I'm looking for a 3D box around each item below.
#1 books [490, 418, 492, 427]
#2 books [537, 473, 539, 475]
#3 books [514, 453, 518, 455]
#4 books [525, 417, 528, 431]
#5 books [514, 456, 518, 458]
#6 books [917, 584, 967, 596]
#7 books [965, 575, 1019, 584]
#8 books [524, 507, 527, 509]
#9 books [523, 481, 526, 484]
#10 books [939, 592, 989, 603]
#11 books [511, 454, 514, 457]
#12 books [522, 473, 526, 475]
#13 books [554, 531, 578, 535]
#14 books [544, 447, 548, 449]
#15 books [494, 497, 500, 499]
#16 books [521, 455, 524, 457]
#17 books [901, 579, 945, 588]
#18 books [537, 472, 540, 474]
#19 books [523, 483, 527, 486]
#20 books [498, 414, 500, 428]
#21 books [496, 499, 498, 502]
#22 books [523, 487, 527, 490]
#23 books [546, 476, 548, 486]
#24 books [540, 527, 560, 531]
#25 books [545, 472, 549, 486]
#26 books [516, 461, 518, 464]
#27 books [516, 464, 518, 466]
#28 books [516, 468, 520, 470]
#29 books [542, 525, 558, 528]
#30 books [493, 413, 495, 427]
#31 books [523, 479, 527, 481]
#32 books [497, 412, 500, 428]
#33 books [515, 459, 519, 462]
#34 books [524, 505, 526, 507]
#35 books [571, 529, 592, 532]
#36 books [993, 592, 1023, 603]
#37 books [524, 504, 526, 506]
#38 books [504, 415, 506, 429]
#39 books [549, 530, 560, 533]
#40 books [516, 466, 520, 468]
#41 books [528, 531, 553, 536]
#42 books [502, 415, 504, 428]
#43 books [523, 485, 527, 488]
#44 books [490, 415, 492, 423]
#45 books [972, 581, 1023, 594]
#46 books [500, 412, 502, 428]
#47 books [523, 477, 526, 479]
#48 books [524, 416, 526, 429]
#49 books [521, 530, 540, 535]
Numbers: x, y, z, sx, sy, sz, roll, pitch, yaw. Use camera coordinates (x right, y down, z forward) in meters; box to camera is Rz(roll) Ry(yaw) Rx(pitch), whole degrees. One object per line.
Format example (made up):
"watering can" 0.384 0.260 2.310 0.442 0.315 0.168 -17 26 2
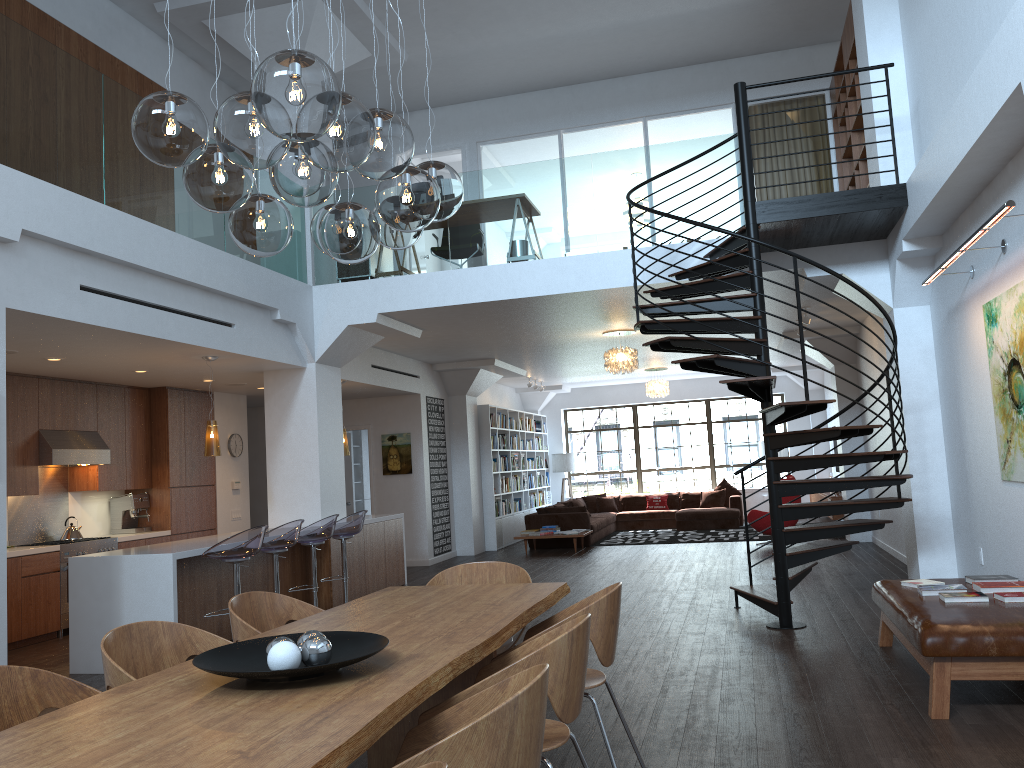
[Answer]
"books" -0.431 0.637 14.998 0.167 0.210 0.162 -5 -6 14
"books" 0.432 1.841 18.042 0.223 0.031 0.161 -5 -6 14
"books" 0.021 1.308 16.586 0.129 0.043 0.185 -6 -6 29
"books" 0.226 0.800 17.554 0.176 0.290 0.053 -5 -6 14
"books" 0.001 1.371 16.599 0.223 0.027 0.161 -4 -5 4
"books" 2.544 1.220 5.247 0.247 0.040 0.185 -5 -6 17
"books" 2.978 1.219 5.507 0.254 0.044 0.183 -4 -5 9
"books" 0.126 2.371 16.887 0.284 0.035 0.197 -5 -6 14
"books" 0.150 1.886 16.964 0.231 0.044 0.168 -4 -5 9
"books" 2.534 1.196 4.977 0.224 0.032 0.161 -5 -6 14
"books" -0.072 1.310 16.187 0.174 0.045 0.240 -5 -6 14
"books" 0.150 1.724 16.961 0.185 0.041 0.129 -6 -6 29
"books" 0.838 2.307 13.776 0.231 0.040 0.342 1 -7 -36
"books" 0.586 1.371 18.882 0.284 0.033 0.197 -6 -6 29
"books" -0.336 1.924 14.910 0.223 0.027 0.161 -6 -6 24
"books" 0.105 1.378 16.900 0.223 0.031 0.161 -5 -6 14
"books" 2.577 1.254 5.567 0.161 0.031 0.223 -3 -5 -8
"books" 0.433 1.812 18.053 0.224 0.030 0.161 -6 -6 24
"books" 0.142 1.930 16.976 0.259 0.040 0.180 -5 -6 14
"books" -0.307 0.657 15.450 0.174 0.242 0.105 -5 -6 14
"books" -0.336 1.963 14.930 0.174 0.045 0.240 -4 -5 4
"books" 0.146 2.003 16.942 0.246 0.038 0.171 -5 -6 14
"books" 0.671 2.064 18.835 0.161 0.213 0.118 -5 -6 14
"books" 0.615 2.330 14.262 0.279 0.035 0.191 -6 -6 24
"books" 0.702 2.037 18.986 0.176 0.290 0.053 -5 -6 14
"books" 0.013 1.474 16.561 0.168 0.045 0.231 -4 -5 9
"books" -0.001 1.518 16.547 0.180 0.042 0.259 -5 -6 14
"books" 0.031 1.595 16.539 0.171 0.039 0.246 -5 -6 14
"books" 0.617 2.299 14.262 0.224 0.027 0.157 -5 -6 19
"books" -0.385 0.628 15.166 0.170 0.251 0.118 -5 -6 14
"books" 0.142 1.845 16.961 0.253 0.040 0.183 -5 -6 14
"books" -0.292 0.640 15.539 0.176 0.293 0.125 -5 -6 14
"books" 0.017 1.431 16.559 0.183 0.042 0.253 -5 -6 14
"books" 0.124 2.337 16.890 0.284 0.033 0.197 -3 -5 -1
"books" 1.074 2.322 14.070 0.256 0.035 0.350 -8 -7 39
"books" 2.800 1.173 4.883 0.224 0.036 0.161 -4 -5 8
"books" 0.119 2.305 16.897 0.254 0.032 0.174 -5 -6 19
"books" -0.195 0.685 15.878 0.182 0.255 0.077 -5 -6 14
"books" 0.621 2.365 14.254 0.312 0.037 0.216 -4 -5 4
"books" 0.026 1.556 16.541 0.160 0.039 0.251 -5 -6 19
"books" 0.452 2.341 13.883 0.236 0.035 0.340 -8 -7 39
"books" -0.237 0.672 15.694 0.182 0.253 0.098 -5 -6 14
"books" 0.143 1.966 16.948 0.251 0.037 0.160 -5 -6 19
"books" -0.445 0.627 14.908 0.182 0.215 0.188 -5 -6 14
"books" 2.880 1.194 5.204 0.283 0.043 0.197 -5 -6 14
"books" -0.280 0.646 15.600 0.197 0.290 0.136 -5 -6 14
"books" 0.147 1.811 16.969 0.223 0.032 0.161 -5 -6 14
"books" 0.192 0.777 17.338 0.140 0.298 0.044 -5 -6 14
"books" 0.299 2.382 14.274 0.241 0.045 0.334 -5 -6 16
